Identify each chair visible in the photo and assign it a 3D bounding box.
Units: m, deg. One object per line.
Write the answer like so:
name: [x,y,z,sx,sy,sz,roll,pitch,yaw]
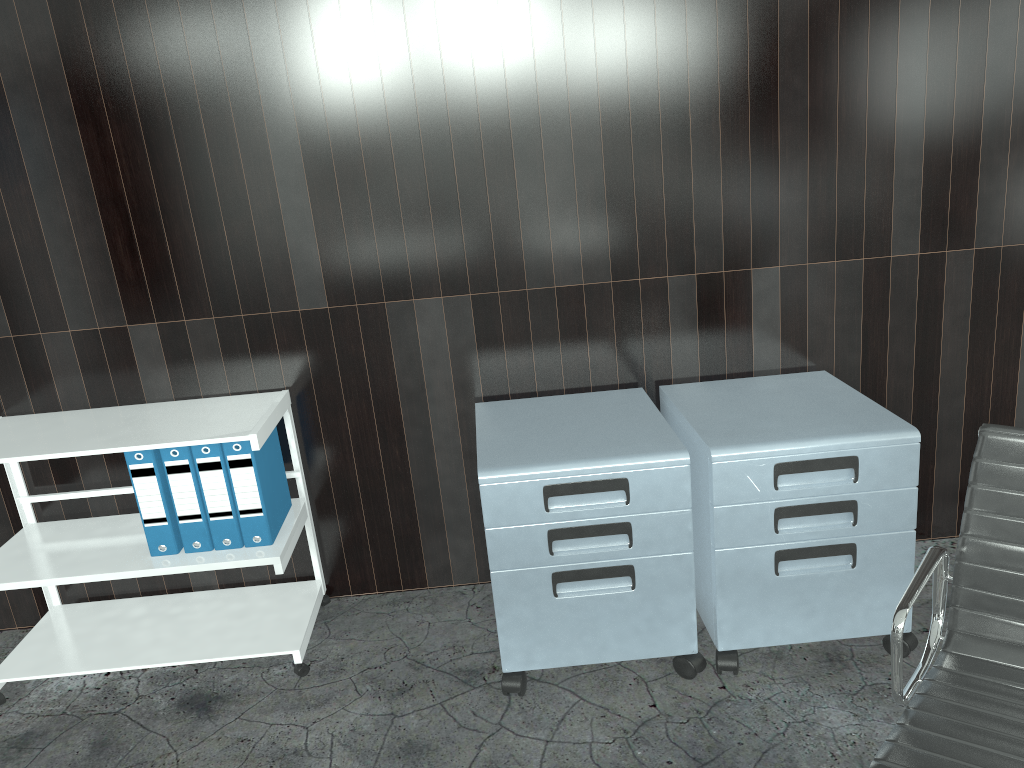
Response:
chair: [0.851,0.568,1.276,0.560,0.825,0.587,7,21,36]

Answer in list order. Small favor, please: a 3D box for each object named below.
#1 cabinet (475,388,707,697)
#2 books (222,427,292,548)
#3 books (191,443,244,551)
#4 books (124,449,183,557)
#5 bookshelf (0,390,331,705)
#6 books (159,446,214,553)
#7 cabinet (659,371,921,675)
cabinet: [0.176,0.421,2.293,0.502,0.648,0.598,-6,17,-2]
books: [-0.658,0.264,2.305,0.072,0.320,0.262,-6,17,-1]
books: [-0.733,0.272,2.304,0.072,0.320,0.262,-6,17,-1]
books: [-0.893,0.288,2.300,0.072,0.320,0.262,-6,17,-1]
bookshelf: [-0.966,0.467,2.342,0.817,0.739,0.403,-6,17,-1]
books: [-0.807,0.280,2.302,0.072,0.320,0.262,-6,17,-1]
cabinet: [0.688,0.368,2.304,0.502,0.648,0.598,-6,17,-2]
